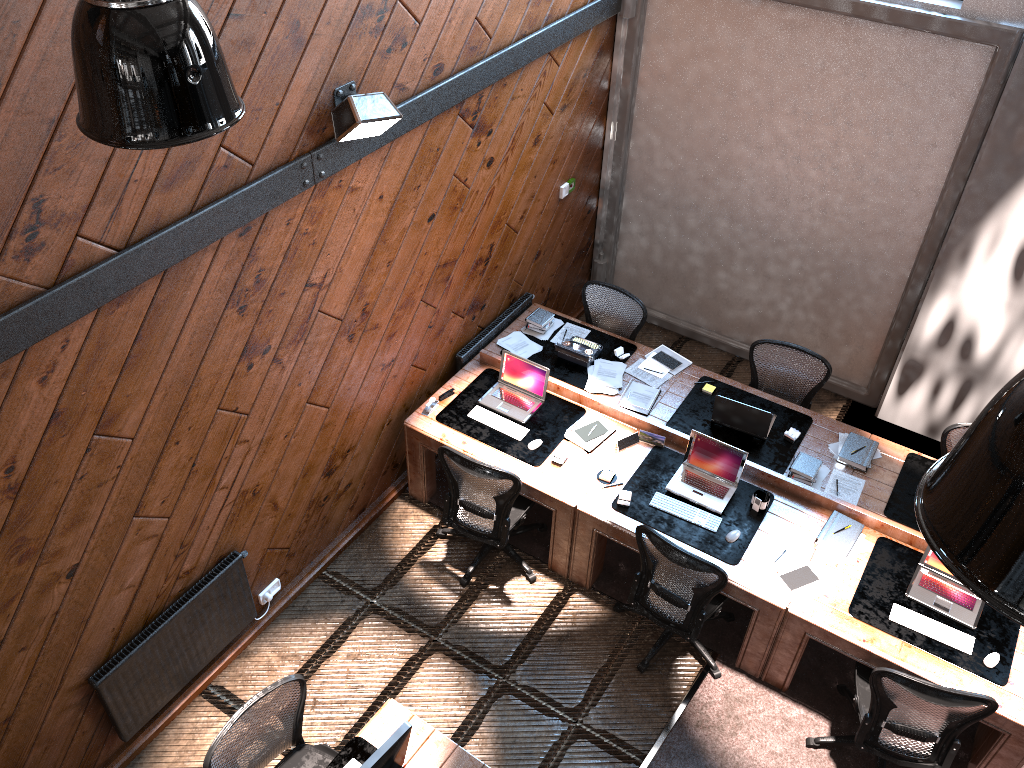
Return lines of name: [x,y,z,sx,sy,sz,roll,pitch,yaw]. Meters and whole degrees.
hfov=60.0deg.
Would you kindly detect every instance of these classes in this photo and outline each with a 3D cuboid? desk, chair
desk: [1.440,0.804,6.066,4.117,0.840,1.748,24,45,23]
desk: [-1.097,3.259,3.083,1.748,0.840,4.117,25,46,25]
chair: [2.110,1.722,4.831,0.770,1.085,0.792,2,40,0]
chair: [-0.149,0.727,5.900,0.770,1.085,0.792,9,41,8]
chair: [1.038,1.181,5.419,0.770,1.085,0.792,16,42,15]
chair: [-1.038,1.993,4.380,0.792,1.085,0.770,16,42,15]
chair: [0.680,-0.193,7.014,0.770,1.085,0.792,16,42,15]
chair: [1.919,0.283,6.509,0.770,1.085,0.792,9,41,8]
chair: [3.069,0.846,5.898,0.770,1.085,0.792,2,40,0]

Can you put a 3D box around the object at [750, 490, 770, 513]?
object: [1.553,0.733,5.550,0.099,0.138,0.078,34,50,32]

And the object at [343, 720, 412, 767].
object: [-0.709,1.821,3.854,0.811,0.578,0.663,0,41,-2]

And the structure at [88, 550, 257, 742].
structure: [-1.848,1.463,5.019,0.073,0.628,1.064,24,45,23]

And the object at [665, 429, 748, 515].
object: [1.222,0.551,5.577,0.380,0.288,0.320,24,45,23]

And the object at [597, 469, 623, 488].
object: [0.622,0.601,5.740,0.158,0.026,0.154,-9,42,-13]

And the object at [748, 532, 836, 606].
object: [1.646,1.078,5.229,0.304,0.017,0.467,-15,43,-19]

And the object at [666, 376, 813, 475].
object: [1.589,0.271,6.184,0.848,0.008,0.687,23,45,23]

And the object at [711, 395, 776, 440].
object: [1.616,0.152,6.103,0.390,0.283,0.323,20,44,20]

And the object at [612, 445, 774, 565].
object: [1.150,0.741,5.614,0.848,0.008,0.687,23,45,23]

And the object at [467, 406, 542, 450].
object: [-0.041,0.293,6.063,0.577,0.040,0.139,26,46,26]

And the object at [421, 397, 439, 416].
object: [-0.574,0.146,6.195,0.054,0.064,0.159,18,43,18]

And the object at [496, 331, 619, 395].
object: [0.351,-0.159,6.619,1.058,0.002,0.356,22,44,22]

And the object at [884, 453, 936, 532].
object: [2.865,0.794,5.625,0.848,0.008,0.687,23,45,23]

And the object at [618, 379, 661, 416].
object: [0.915,0.082,6.338,0.229,0.060,0.316,19,43,18]

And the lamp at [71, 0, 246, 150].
lamp: [-0.955,-1.664,1.738,0.445,2.372,0.445,-32,51,-33]

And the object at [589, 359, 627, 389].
object: [0.708,-0.079,6.532,0.246,0.002,0.315,10,41,9]

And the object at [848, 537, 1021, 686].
object: [2.426,1.265,5.055,0.848,0.008,0.687,23,45,23]

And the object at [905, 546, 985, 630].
object: [2.509,1.106,5.024,0.390,0.283,0.323,26,46,25]

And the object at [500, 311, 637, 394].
object: [0.435,-0.258,6.754,0.848,0.008,0.687,23,45,23]

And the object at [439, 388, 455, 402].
object: [-0.464,0.076,6.297,0.134,0.042,0.022,-30,50,-32]

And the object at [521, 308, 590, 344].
object: [0.338,-0.449,6.884,0.478,0.098,0.319,22,44,22]

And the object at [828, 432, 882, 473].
object: [2.323,0.428,5.986,0.325,0.065,0.363,32,49,30]

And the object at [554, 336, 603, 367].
object: [0.514,-0.280,6.674,0.322,0.116,0.290,22,44,22]

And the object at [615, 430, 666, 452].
object: [0.859,0.371,5.976,0.347,0.083,0.129,-4,41,-7]

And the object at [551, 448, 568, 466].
object: [0.311,0.482,5.840,0.082,0.063,0.106,22,44,21]

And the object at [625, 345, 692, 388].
object: [1.095,-0.139,6.626,0.467,0.017,0.304,-31,51,-33]

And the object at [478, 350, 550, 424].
object: [0.010,0.017,6.194,0.390,0.283,0.323,24,45,23]

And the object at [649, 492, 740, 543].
object: [1.137,0.818,5.497,0.577,0.040,0.139,23,45,23]

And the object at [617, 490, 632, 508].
object: [0.706,0.722,5.564,0.082,0.063,0.106,11,41,10]

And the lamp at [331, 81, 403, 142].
lamp: [-0.761,-1.349,4.507,0.283,0.287,0.328,23,45,23]

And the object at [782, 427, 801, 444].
object: [1.917,0.342,6.063,0.082,0.063,0.106,34,50,32]

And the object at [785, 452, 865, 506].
object: [2.032,0.599,5.747,0.478,0.098,0.319,22,44,22]

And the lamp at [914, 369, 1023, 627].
lamp: [0.947,-0.643,0.720,0.445,2.372,0.445,-23,47,-27]

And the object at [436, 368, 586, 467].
object: [-0.005,0.213,6.184,0.848,0.008,0.687,23,45,23]

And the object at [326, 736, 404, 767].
object: [-0.724,2.079,3.968,0.687,0.008,0.848,25,45,24]

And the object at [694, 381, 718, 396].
object: [1.424,0.028,6.439,0.158,0.026,0.154,-6,41,-9]

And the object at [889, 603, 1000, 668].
object: [2.383,1.380,4.892,0.577,0.040,0.139,24,45,24]

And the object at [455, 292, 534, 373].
object: [-0.119,-0.247,7.096,0.073,0.628,1.064,24,45,23]

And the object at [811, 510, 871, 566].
object: [1.999,0.936,5.377,0.363,0.065,0.325,-30,50,-32]

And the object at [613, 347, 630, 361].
object: [0.829,-0.227,6.679,0.082,0.063,0.106,-28,49,-30]

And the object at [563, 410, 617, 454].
object: [0.534,0.322,6.041,0.229,0.060,0.316,30,48,29]
